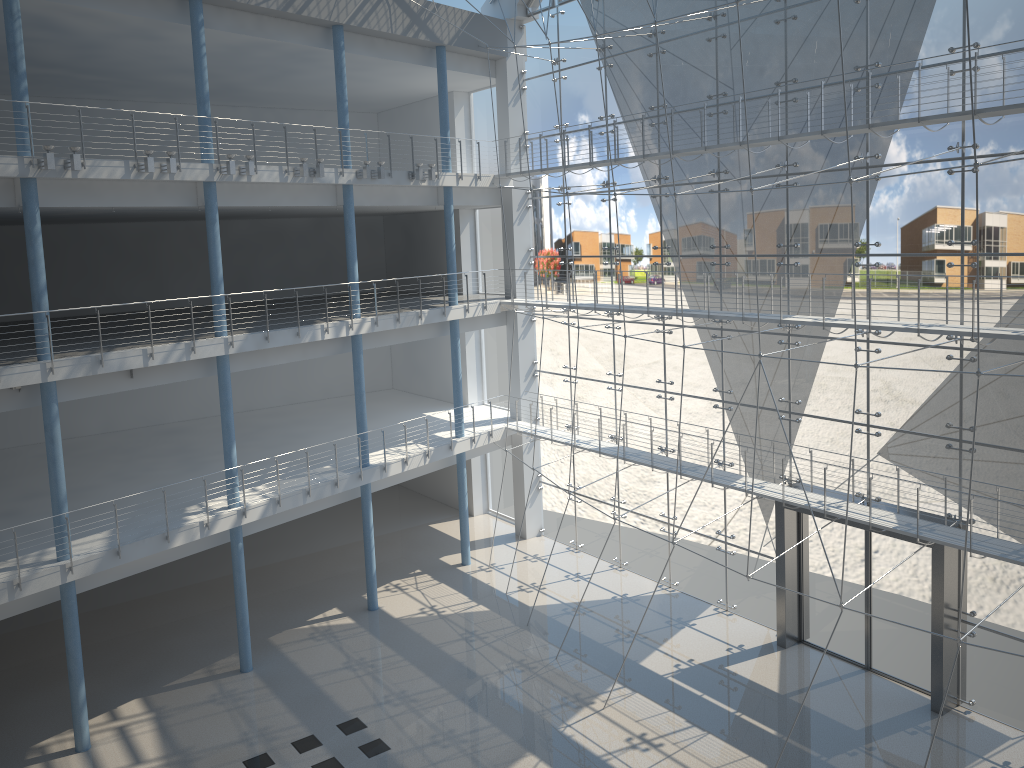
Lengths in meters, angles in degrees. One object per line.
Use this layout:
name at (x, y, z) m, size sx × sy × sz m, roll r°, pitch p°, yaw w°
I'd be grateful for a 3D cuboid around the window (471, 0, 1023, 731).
window at (0.960, -0.535, 2.508) m, size 0.010 × 2.752 × 3.866 m, roll -7°, pitch 9°, yaw -35°
